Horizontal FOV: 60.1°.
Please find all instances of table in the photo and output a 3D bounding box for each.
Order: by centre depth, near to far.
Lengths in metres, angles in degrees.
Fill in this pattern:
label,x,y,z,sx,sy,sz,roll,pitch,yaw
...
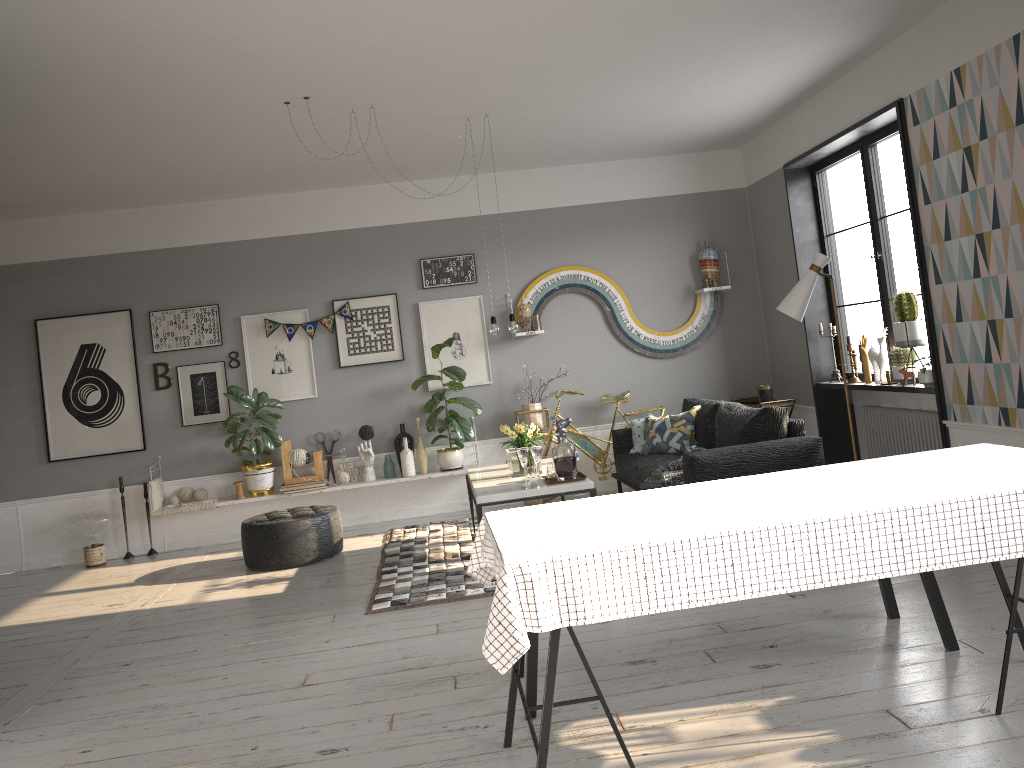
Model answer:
label,x,y,z,sx,sy,sz,roll,pitch,yaw
table,0.908,0.726,2.736,2.026,0.786,0.930,-7,0,-6
table,0.102,0.867,5.990,0.732,0.511,1.454,-7,1,-5
table,2.242,0.468,7.786,0.339,0.681,0.741,-7,0,-5

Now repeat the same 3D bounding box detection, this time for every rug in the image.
label,x,y,z,sx,sy,sz,roll,pitch,yaw
rug,-0.045,1.121,6.190,1.771,0.034,2.523,-7,2,-5

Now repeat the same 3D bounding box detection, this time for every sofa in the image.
label,x,y,z,sx,sy,sz,roll,pitch,yaw
sofa,1.390,0.559,6.538,0.971,0.799,2.337,-7,1,-6

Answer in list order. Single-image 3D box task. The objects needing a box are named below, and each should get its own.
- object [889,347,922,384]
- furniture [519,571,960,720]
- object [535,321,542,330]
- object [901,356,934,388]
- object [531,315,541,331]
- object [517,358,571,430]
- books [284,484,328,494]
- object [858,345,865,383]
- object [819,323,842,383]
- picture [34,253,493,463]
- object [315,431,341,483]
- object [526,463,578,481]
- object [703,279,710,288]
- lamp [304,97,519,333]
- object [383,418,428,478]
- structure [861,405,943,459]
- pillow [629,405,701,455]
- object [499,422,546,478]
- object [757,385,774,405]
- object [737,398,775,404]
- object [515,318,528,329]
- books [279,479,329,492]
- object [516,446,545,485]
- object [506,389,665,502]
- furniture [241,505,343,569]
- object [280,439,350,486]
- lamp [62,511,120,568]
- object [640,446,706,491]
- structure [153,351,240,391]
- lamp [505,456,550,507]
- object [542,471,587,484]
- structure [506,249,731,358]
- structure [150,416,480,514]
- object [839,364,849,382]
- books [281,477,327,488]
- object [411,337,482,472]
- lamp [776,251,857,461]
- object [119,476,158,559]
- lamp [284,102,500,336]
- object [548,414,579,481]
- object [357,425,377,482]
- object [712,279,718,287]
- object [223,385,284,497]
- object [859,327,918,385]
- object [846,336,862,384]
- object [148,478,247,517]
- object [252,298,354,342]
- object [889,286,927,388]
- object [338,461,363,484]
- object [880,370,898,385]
label,x,y,z,sx,sy,sz,roll,pitch,yaw
object,2.732,-0.144,6.147,0.214,0.283,0.233,-6,-1,-31
furniture,0.825,0.879,3.511,1.670,0.456,0.465,-7,0,-6
object,0.233,-0.519,7.941,0.062,0.082,0.062,-6,-1,-30
object,2.652,-0.080,5.667,0.246,0.204,0.170,-7,-1,-3
object,0.213,-0.542,7.862,0.086,0.140,0.085,-7,-1,-13
object,0.281,0.076,7.812,0.487,0.642,0.253,-7,-2,12
books,-1.772,0.895,7.628,0.368,0.021,0.296,-7,2,-11
object,2.673,-0.162,6.743,0.075,0.301,0.076,-8,-2,25
object,2.574,-0.257,7.135,0.144,0.491,0.162,-8,-2,31
picture,-3.656,-0.051,5.651,7.297,1.798,4.034,-7,1,-6
object,-1.602,0.649,7.802,0.222,0.464,0.019,-7,-2,-6
object,0.253,0.561,5.644,0.280,0.087,0.245,-8,1,-28
object,1.762,-0.906,8.025,0.060,0.079,0.060,-7,-1,-17
lamp,-0.607,-1.037,5.697,1.400,1.539,0.074,-7,-2,-36
object,-0.946,0.557,7.723,0.286,0.489,0.330,-6,-1,-45
structure,2.870,0.390,6.366,0.149,0.428,1.221,-7,1,-7
pillow,1.257,0.375,7.157,0.444,0.362,0.796,-7,1,-23
object,0.075,0.435,6.003,0.325,0.352,0.351,-7,0,-3
object,2.177,0.093,7.596,0.141,0.161,0.139,-7,-1,33
object,2.190,0.152,7.950,0.247,0.015,0.318,-7,2,-5
object,0.068,-0.535,7.833,0.196,0.166,0.060,-7,-1,28
books,-1.786,0.872,7.623,0.384,0.029,0.260,-7,2,-5
object,0.120,0.509,5.504,0.167,0.227,0.082,-7,-2,6
object,0.734,0.502,7.856,1.629,0.972,0.425,-7,-1,-14
furniture,-1.643,1.134,6.628,0.737,0.357,0.733,-7,1,-18
object,-1.691,0.678,7.646,0.546,0.441,0.238,-7,-1,-6
lamp,-3.490,1.292,7.373,0.431,0.438,0.433,-7,0,16
object,1.160,0.629,5.906,0.491,0.329,0.665,-7,1,-10
structure,-2.758,-0.117,7.763,0.739,0.263,0.024,-7,-2,-6
lamp,0.160,0.845,7.580,0.431,0.438,0.433,-7,0,25
object,0.327,0.587,5.532,0.247,0.015,0.318,-7,2,-5
structure,0.990,-0.663,8.003,2.023,0.958,0.266,-7,-2,-6
structure,-1.673,0.703,7.676,2.777,0.487,0.307,-7,-1,-6
object,2.673,-0.099,7.137,0.084,0.152,0.084,-7,-1,-2
books,-1.793,0.850,7.634,0.379,0.017,0.228,-7,2,-8
object,-0.565,0.177,7.743,0.564,1.152,0.417,-8,-2,34
lamp,2.125,0.050,4.936,1.247,1.706,0.678,-7,-2,-7
object,-3.205,1.119,7.551,0.280,0.702,0.091,-6,-2,-13
lamp,-0.736,-1.022,5.745,1.400,1.539,0.074,-7,-2,-36
object,0.320,0.387,5.477,0.155,0.418,0.148,-7,-2,14
object,-1.258,0.599,7.707,0.155,0.484,0.136,-7,-2,-6
object,1.832,-0.914,7.998,0.050,0.058,0.050,-7,-1,-16
object,-2.188,0.473,7.549,0.511,0.965,0.543,-6,-1,-20
object,2.664,-0.198,6.300,0.134,0.410,0.661,-7,1,-4
object,2.611,-0.194,6.810,0.123,0.376,0.123,-7,-2,-1
object,-2.659,0.920,7.548,0.785,0.307,0.328,-7,0,-5
object,-1.830,-0.550,7.843,0.915,0.340,0.057,-7,-2,-6
object,2.634,-0.318,5.850,0.229,0.672,0.234,-6,-2,-35
object,-1.403,0.770,7.779,0.265,0.174,0.078,-7,-1,0
object,2.675,-0.047,6.282,0.122,0.099,0.123,-7,0,17
